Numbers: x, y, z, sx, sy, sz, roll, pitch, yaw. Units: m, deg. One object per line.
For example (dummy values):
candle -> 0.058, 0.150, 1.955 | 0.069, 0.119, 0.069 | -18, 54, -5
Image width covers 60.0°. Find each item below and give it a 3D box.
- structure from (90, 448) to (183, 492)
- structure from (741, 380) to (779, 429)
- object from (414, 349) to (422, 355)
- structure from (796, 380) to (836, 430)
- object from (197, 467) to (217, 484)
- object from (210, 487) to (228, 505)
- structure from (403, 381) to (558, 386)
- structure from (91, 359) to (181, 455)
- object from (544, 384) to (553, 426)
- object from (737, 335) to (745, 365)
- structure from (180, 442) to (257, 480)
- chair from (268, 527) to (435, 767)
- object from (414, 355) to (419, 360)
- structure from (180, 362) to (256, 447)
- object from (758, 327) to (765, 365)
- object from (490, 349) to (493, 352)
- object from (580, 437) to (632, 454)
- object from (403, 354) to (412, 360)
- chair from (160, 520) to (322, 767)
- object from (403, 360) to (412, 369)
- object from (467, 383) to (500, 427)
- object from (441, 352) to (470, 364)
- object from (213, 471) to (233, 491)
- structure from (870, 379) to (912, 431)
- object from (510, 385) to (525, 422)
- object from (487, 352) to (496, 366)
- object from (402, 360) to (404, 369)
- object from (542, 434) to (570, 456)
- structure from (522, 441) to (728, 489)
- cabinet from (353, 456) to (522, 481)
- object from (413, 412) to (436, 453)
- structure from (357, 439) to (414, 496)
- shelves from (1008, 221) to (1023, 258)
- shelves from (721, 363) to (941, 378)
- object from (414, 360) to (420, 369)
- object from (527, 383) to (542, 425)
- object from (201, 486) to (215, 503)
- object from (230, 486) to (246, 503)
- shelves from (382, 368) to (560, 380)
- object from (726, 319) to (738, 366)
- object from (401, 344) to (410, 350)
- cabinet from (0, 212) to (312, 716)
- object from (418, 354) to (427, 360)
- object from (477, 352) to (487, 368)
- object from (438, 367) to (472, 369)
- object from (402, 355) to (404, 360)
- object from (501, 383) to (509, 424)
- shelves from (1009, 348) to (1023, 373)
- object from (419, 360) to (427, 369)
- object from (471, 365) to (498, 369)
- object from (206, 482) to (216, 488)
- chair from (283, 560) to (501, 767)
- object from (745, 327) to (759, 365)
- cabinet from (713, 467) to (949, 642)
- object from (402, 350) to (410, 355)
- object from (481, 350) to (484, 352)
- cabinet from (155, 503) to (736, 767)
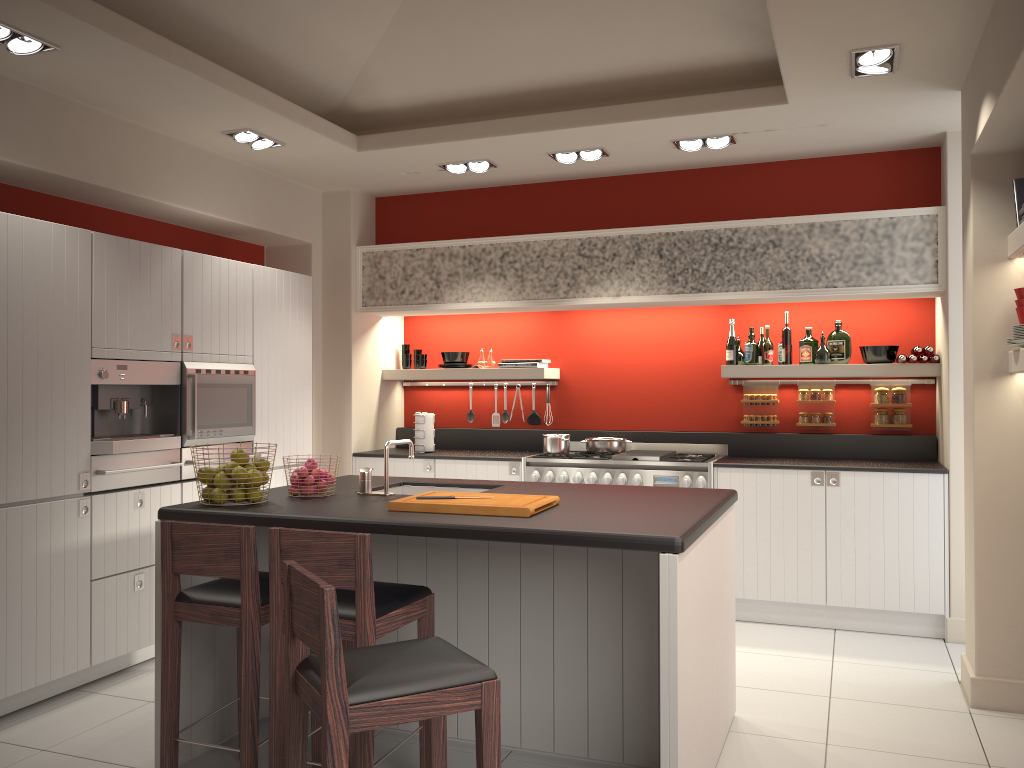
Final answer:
structure -> -1.952, 0.443, 4.627 | 0.129, 0.177, 0.617 | 0, 0, 21
structure -> 1.763, 0.146, 6.304 | 0.256, 0.347, 0.130 | 0, -1, 21
object -> -0.768, -0.243, 7.237 | 0.070, 0.076, 0.070 | 0, -1, -8
structure -> 2.115, 0.144, 6.169 | 0.256, 0.347, 0.130 | 0, -1, 21
object -> -1.227, 0.369, 3.569 | 0.077, 0.068, 0.076 | 0, 0, 14
object -> -1.157, 0.442, 3.504 | 0.068, 0.068, 0.068 | 0, -1, 32
structure -> -0.271, -0.002, 7.162 | 1.355, 0.034, 0.054 | 0, 0, 21
structure -> -2.099, 0.115, 4.687 | 0.453, 0.470, 0.623 | 0, 0, 21
object -> 0.284, 0.165, 6.924 | 0.069, 0.328, 0.069 | 0, -1, -2
object -> 1.625, -0.240, 6.364 | 0.113, 0.226, 0.113 | 0, -1, -28
structure -> -1.726, 0.446, 5.215 | 0.129, 0.177, 0.617 | 0, 0, 21
chair -> -0.551, 0.989, 3.125 | 0.383, 1.008, 0.474 | 0, -1, 23
object -> -0.768, -0.199, 7.236 | 0.070, 0.076, 0.070 | 0, -1, -8
structure -> -1.803, 0.114, 5.244 | 0.332, 0.473, 0.610 | 0, 0, 21
object -> 1.774, -0.265, 6.294 | 0.083, 0.277, 0.083 | 0, -1, 25
object -> -0.165, -0.262, 6.996 | 0.026, 0.032, 0.023 | 0, -1, 4
object -> 0.686, 0.450, 6.473 | 0.309, 0.105, 0.309 | 0, 0, -41
object -> -0.837, -0.199, 7.095 | 0.070, 0.076, 0.070 | 0, -1, -8
chair -> -0.982, 0.991, 3.290 | 0.383, 1.008, 0.474 | 0, -1, 21
object -> -0.837, -0.155, 7.095 | 0.070, 0.076, 0.070 | 0, -1, -8
object -> -0.230, 0.170, 7.117 | 0.287, 0.351, 0.022 | 0, -1, 22
object -> -0.453, -0.199, 7.086 | 0.232, 0.108, 0.232 | 0, 0, -28
object -> -1.158, 0.390, 3.558 | 0.076, 0.077, 0.076 | 0, -1, -14
structure -> 2.564, 0.142, 5.997 | 0.256, 0.347, 0.130 | 0, -1, 21
object -> 0.040, 0.151, 7.018 | 0.124, 0.297, 0.009 | 0, -1, 21
object -> -0.166, -0.188, 6.994 | 0.077, 0.134, 0.076 | 0, -1, 5
object -> -0.872, -0.154, 7.276 | 0.070, 0.076, 0.070 | 0, -1, -8
object -> 0.313, 0.431, 6.270 | 0.201, 0.148, 0.201 | 0, 0, 14
structure -> 0.789, 0.977, 6.205 | 1.322, 1.085, 0.778 | 0, -1, 21
cabinet -> -0.436, 1.039, 6.725 | 1.361, 0.993, 0.687 | 0, -1, 21
object -> -0.666, 0.365, 6.706 | 0.168, 0.304, 0.163 | 0, -1, -40
structure -> -0.562, 0.372, 3.937 | 0.183, 0.249, 0.224 | 0, -1, 21
shelves -> 2.069, -0.637, 2.909 | 0.437, 0.100, 2.394 | 0, 0, 21
shelves -> 2.158, -0.087, 6.058 | 1.379, 0.083, 0.376 | 0, 0, 21
object -> -0.768, -0.155, 7.236 | 0.070, 0.076, 0.070 | 0, -1, -8
object -> 0.177, 0.160, 6.985 | 0.123, 0.331, 0.040 | 0, -1, 21
object -> -1.215, 0.443, 3.570 | 0.068, 0.068, 0.068 | 0, -1, 32
object -> -1.097, 0.443, 3.560 | 0.068, 0.068, 0.068 | 0, -1, 32
shelves -> -0.336, -0.076, 7.016 | 1.379, 0.083, 0.376 | 0, 0, 21
object -> 1.539, -0.292, 6.199 | 0.083, 0.331, 0.083 | 0, -1, -8
object -> -0.872, -0.286, 7.277 | 0.070, 0.076, 0.070 | 0, -1, -8
cabinet -> -2.160, 0.378, 5.046 | 0.716, 2.250, 2.557 | 0, -1, 21
object -> -0.714, -0.200, 7.102 | 0.070, 0.076, 0.070 | 0, -1, -8
object -> -0.233, -0.188, 6.936 | 0.076, 0.131, 0.076 | 0, -1, -27
object -> -0.453, -0.125, 7.085 | 0.280, 0.016, 0.280 | 0, 0, 20
object -> -0.872, -0.198, 7.276 | 0.070, 0.076, 0.070 | 0, -1, -8
object -> -0.052, 0.156, 7.052 | 0.067, 0.323, 0.022 | 0, -1, 20
shelves -> 2.071, -0.106, 2.902 | 0.437, 0.100, 2.394 | 0, 0, 21
object -> -0.714, -0.156, 7.101 | 0.070, 0.076, 0.070 | 0, -1, -8
object -> -0.200, -0.132, 6.964 | 0.183, 0.027, 0.160 | 0, 0, -40
object -> -1.221, 0.390, 3.635 | 0.076, 0.077, 0.076 | 0, -1, -14
chair -> -0.322, 0.984, 2.349 | 0.474, 1.008, 0.383 | 0, -1, -29
object -> 1.657, -0.260, 6.131 | 0.094, 0.264, 0.094 | 0, -1, 10
cabinet -> 2.053, 1.028, 5.769 | 1.361, 0.993, 0.687 | 0, -1, 21
object -> -0.872, -0.242, 7.277 | 0.070, 0.076, 0.070 | 0, -1, -8
object -> -0.234, -0.263, 6.937 | 0.023, 0.031, 0.024 | 0, -1, -27
cabinet -> -0.185, 1.036, 3.747 | 2.034, 1.011, 1.423 | 0, 0, 21
